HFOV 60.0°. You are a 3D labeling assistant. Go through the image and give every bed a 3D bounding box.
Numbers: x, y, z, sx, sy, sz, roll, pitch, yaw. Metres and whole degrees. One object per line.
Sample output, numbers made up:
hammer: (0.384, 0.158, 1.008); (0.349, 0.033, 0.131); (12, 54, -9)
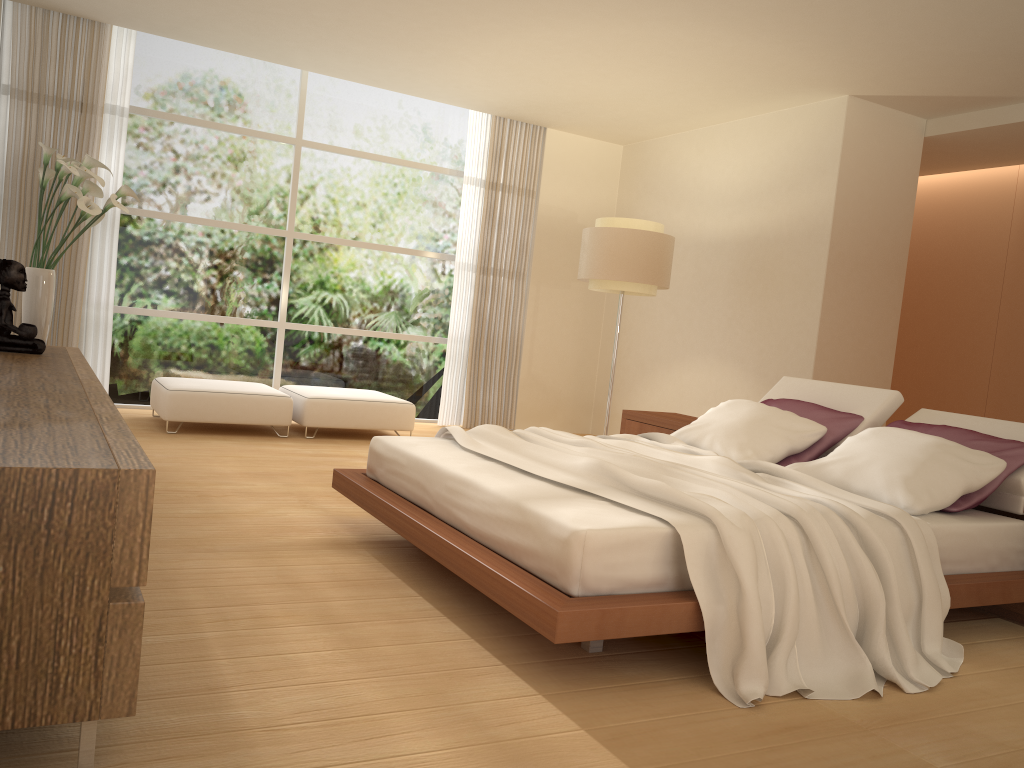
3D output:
bed: (0.767, 0.588, 3.996); (2.535, 0.570, 2.599); (4, 4, -29)

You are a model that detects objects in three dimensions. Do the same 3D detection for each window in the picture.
window: (-2.059, -1.384, 8.204); (4.781, 3.371, 0.071); (4, 4, -29)

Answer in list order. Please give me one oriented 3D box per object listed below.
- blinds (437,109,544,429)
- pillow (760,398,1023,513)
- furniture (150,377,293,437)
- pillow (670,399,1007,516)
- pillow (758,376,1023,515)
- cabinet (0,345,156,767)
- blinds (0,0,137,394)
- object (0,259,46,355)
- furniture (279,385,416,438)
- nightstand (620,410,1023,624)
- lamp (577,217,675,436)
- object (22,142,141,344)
blinds: (-0.182, -1.216, 8.882); (0.814, 3.351, 0.202); (4, 4, -30)
pillow: (1.683, 0.313, 4.511); (0.575, 0.369, 1.683); (4, 4, -29)
furniture: (-2.349, 0.173, 7.128); (0.965, 0.346, 0.964); (4, 4, -29)
pillow: (1.448, 0.310, 4.376); (0.561, 0.339, 1.720); (4, 4, -29)
pillow: (1.974, 0.261, 4.672); (0.461, 0.457, 1.779); (4, 4, -29)
cabinet: (-1.908, 0.294, 3.351); (0.588, 0.662, 3.713); (4, 4, -29)
blinds: (-3.606, -1.471, 7.068); (0.950, 3.352, 0.211); (4, 4, -30)
object: (-2.413, -0.381, 4.315); (0.282, 0.453, 0.181); (4, 4, -29)
furniture: (-1.442, 0.240, 7.624); (0.965, 0.346, 0.964); (4, 4, -29)
nightstand: (1.981, 0.688, 4.723); (0.493, 0.539, 4.220); (4, 4, -29)
lamp: (0.880, -0.343, 7.465); (0.817, 2.018, 0.817); (7, 4, 14)
object: (-2.398, -0.733, 4.845); (0.608, 1.085, 0.515); (7, 4, 19)
